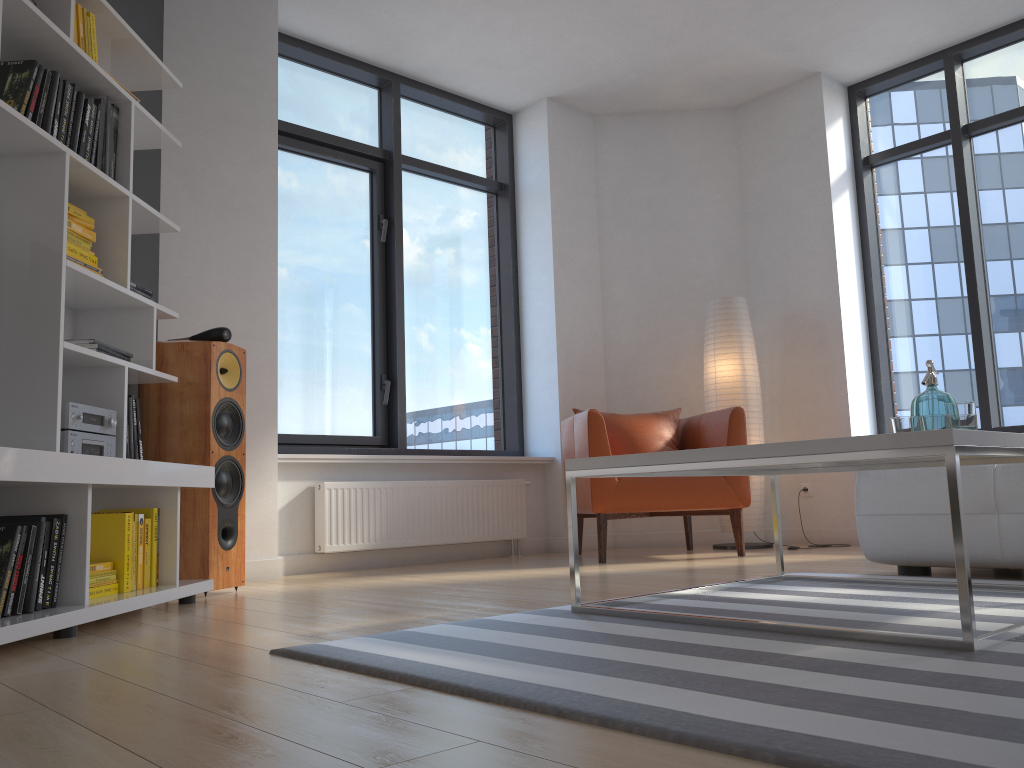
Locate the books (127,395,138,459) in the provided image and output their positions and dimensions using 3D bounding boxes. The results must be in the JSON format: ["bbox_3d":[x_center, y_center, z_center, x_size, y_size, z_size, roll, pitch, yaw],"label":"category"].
[{"bbox_3d":[-1.429,0.169,3.152,0.193,0.255,0.066,-2,-8,2],"label":"books"}]

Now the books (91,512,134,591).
[{"bbox_3d":[-1.354,0.557,2.935,0.199,0.263,0.015,-2,-8,3],"label":"books"}]

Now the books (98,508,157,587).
[{"bbox_3d":[-1.348,0.574,3.109,0.204,0.270,0.029,-2,-8,3],"label":"books"}]

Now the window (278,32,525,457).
[{"bbox_3d":[-0.739,-0.739,5.438,1.960,2.402,0.170,5,-10,-42],"label":"window"}]

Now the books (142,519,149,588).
[{"bbox_3d":[-1.341,0.584,3.052,0.172,0.234,0.024,-2,-8,3],"label":"books"}]

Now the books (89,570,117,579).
[{"bbox_3d":[-1.349,0.598,2.779,0.134,0.014,0.187,-2,-8,3],"label":"books"}]

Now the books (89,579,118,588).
[{"bbox_3d":[-1.353,0.627,2.774,0.148,0.011,0.196,-2,-8,3],"label":"books"}]

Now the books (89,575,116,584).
[{"bbox_3d":[-1.334,0.612,2.770,0.113,0.018,0.169,-2,-8,4],"label":"books"}]

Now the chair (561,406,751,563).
[{"bbox_3d":[0.761,0.536,5.012,0.896,0.858,0.843,-1,-8,-10],"label":"chair"}]

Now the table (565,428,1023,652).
[{"bbox_3d":[0.930,0.403,2.508,1.091,0.435,1.091,5,-10,-42],"label":"table"}]

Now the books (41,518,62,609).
[{"bbox_3d":[-1.378,0.504,2.482,0.191,0.249,0.084,-2,-8,3],"label":"books"}]

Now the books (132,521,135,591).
[{"bbox_3d":[-1.331,0.575,2.950,0.156,0.229,0.024,-2,-8,3],"label":"books"}]

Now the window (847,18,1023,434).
[{"bbox_3d":[2.776,-0.871,5.348,0.170,2.402,1.310,5,-10,-42],"label":"window"}]

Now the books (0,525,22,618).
[{"bbox_3d":[-1.385,0.487,2.296,0.182,0.234,0.104,-2,-8,3],"label":"books"}]

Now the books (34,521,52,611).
[{"bbox_3d":[-1.375,0.504,2.444,0.179,0.243,0.068,-2,-8,2],"label":"books"}]

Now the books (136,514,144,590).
[{"bbox_3d":[-1.346,0.569,3.000,0.185,0.250,0.035,-2,-8,3],"label":"books"}]

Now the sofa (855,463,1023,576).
[{"bbox_3d":[1.845,0.193,2.198,3.424,0.732,2.614,5,-10,-42],"label":"sofa"}]

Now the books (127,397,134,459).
[{"bbox_3d":[-1.419,0.170,3.122,0.169,0.242,0.050,-2,-8,2],"label":"books"}]

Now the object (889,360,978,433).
[{"bbox_3d":[1.195,0.053,2.595,0.330,0.265,0.330,0,-8,-18],"label":"object"}]

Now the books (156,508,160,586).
[{"bbox_3d":[-1.355,0.578,3.136,0.213,0.270,0.025,-2,-8,3],"label":"books"}]

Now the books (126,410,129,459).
[{"bbox_3d":[-1.428,0.171,3.100,0.170,0.236,0.049,-2,-8,3],"label":"books"}]

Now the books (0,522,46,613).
[{"bbox_3d":[-1.358,0.497,2.394,0.172,0.242,0.069,-2,-8,4],"label":"books"}]

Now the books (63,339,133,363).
[{"bbox_3d":[-1.474,-0.099,3.019,0.250,0.047,0.310,-2,-8,-2],"label":"books"}]

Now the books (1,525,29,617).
[{"bbox_3d":[-1.388,0.493,2.329,0.187,0.234,0.096,-2,-8,3],"label":"books"}]

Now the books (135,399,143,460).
[{"bbox_3d":[-1.420,0.178,3.181,0.177,0.242,0.066,-2,-8,3],"label":"books"}]

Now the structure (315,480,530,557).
[{"bbox_3d":[-0.443,0.779,5.011,1.474,0.460,0.110,5,-10,-42],"label":"structure"}]

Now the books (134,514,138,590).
[{"bbox_3d":[-1.349,0.566,2.973,0.180,0.251,0.019,-2,-8,3],"label":"books"}]

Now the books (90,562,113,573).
[{"bbox_3d":[-1.363,0.578,2.778,0.138,0.026,0.186,-2,-8,3],"label":"books"}]

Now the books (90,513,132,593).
[{"bbox_3d":[-1.353,0.555,2.904,0.198,0.255,0.044,-2,-8,3],"label":"books"}]

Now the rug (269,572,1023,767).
[{"bbox_3d":[0.845,0.594,2.234,2.326,0.016,1.662,5,-10,-42],"label":"rug"}]

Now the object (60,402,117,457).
[{"bbox_3d":[-1.446,0.163,2.811,0.270,0.174,0.285,-2,-8,3],"label":"object"}]

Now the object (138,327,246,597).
[{"bbox_3d":[-1.355,0.316,3.663,0.434,1.088,0.290,-4,-8,18],"label":"object"}]

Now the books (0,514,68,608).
[{"bbox_3d":[-1.377,0.503,2.516,0.197,0.260,0.066,-2,-8,3],"label":"books"}]

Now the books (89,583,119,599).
[{"bbox_3d":[-1.348,0.649,2.770,0.147,0.033,0.190,-2,-8,3],"label":"books"}]

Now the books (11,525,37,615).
[{"bbox_3d":[-1.372,0.496,2.359,0.169,0.233,0.081,-2,-8,2],"label":"books"}]

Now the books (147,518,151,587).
[{"bbox_3d":[-1.343,0.588,3.078,0.172,0.234,0.024,-2,-8,3],"label":"books"}]

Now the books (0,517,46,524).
[{"bbox_3d":[-1.383,0.493,2.419,0.192,0.254,0.075,-2,-8,2],"label":"books"}]
